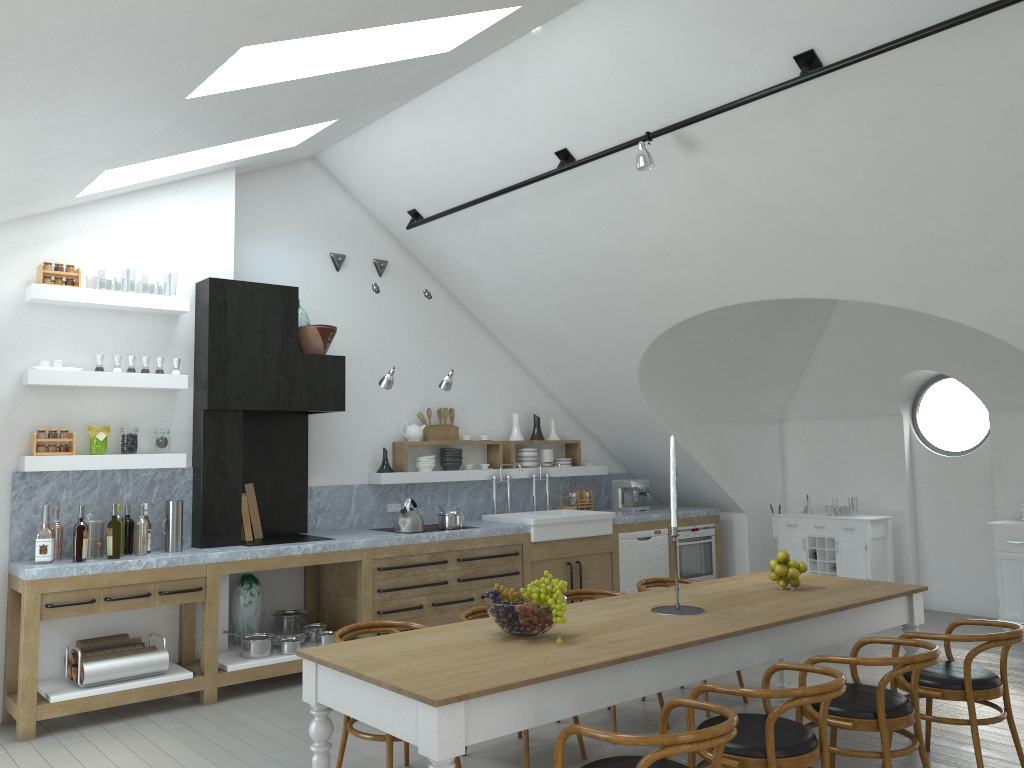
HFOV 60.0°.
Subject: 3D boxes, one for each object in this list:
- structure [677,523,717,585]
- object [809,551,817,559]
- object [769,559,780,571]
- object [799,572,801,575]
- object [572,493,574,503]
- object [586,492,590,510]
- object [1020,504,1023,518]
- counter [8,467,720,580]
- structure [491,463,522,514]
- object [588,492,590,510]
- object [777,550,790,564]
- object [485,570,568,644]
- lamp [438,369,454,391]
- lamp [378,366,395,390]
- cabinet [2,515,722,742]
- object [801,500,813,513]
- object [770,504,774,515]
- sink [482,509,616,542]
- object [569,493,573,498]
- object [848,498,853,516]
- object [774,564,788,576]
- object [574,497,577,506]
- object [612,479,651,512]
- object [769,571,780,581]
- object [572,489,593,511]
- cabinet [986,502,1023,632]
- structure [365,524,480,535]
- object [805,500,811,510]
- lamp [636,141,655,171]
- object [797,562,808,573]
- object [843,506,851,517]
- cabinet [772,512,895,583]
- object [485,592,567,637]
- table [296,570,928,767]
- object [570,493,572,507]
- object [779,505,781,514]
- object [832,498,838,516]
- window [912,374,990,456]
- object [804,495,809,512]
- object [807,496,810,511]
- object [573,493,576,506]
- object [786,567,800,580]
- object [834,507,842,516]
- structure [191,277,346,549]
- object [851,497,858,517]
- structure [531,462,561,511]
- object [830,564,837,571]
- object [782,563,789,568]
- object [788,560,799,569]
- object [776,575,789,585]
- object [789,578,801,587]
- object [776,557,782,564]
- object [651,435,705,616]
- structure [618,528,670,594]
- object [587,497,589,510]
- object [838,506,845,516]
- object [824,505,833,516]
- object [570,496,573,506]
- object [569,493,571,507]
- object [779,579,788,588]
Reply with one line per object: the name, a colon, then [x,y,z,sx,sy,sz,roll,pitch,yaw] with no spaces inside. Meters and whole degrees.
structure: [1.664,1.759,9.117,0.632,0.638,0.629,3,-7,-39]
object: [3.029,1.689,8.744,0.317,0.085,0.081,3,-6,-39]
object: [1.479,1.021,4.987,0.066,0.071,0.072,-3,-5,20]
object: [1.597,1.051,5.001,0.076,0.077,0.076,-3,-5,17]
object: [0.615,1.197,8.928,0.018,0.196,0.023,5,-8,-44]
object: [0.774,1.201,9.063,0.040,0.193,0.042,-2,-6,11]
object: [4.394,1.096,7.500,0.158,0.160,0.153,0,-5,-11]
counter: [-0.584,0.972,7.605,6.569,0.621,0.960,3,-6,-39]
structure: [-0.003,1.000,8.226,0.332,0.531,0.213,-4,-7,31]
object: [0.784,1.206,9.087,0.022,0.196,0.019,4,-8,-38]
object: [1.525,0.971,4.978,0.072,0.074,0.072,3,-7,-39]
object: [0.065,0.950,3.843,0.393,0.285,0.291,-2,-5,15]
lamp: [-0.528,-0.028,7.270,0.168,0.177,0.112,-6,-7,43]
lamp: [-0.977,-0.044,6.907,0.115,0.179,0.164,1,-6,-21]
cabinet: [-0.613,1.786,7.456,6.422,1.025,1.002,3,-6,-39]
object: [3.043,1.267,9.138,0.067,0.138,0.101,4,-7,-39]
object: [2.713,1.375,9.149,0.088,0.269,0.029,-4,-6,24]
sink: [0.341,1.289,8.109,1.020,0.202,0.726,3,-6,-39]
object: [0.596,1.196,8.952,0.040,0.193,0.042,-1,-6,-2]
object: [3.316,1.202,8.662,0.054,0.179,0.054,-4,-7,28]
object: [1.492,1.032,4.914,0.071,0.064,0.072,-6,-7,44]
object: [0.632,1.206,8.926,0.044,0.179,0.019,-5,-7,35]
object: [1.277,1.146,9.122,0.324,0.321,0.386,3,-7,-39]
object: [1.469,1.074,4.960,0.059,0.056,0.059,4,-7,-45]
object: [0.723,1.195,9.072,0.200,0.223,0.103,3,-7,-39]
cabinet: [4.641,1.489,7.241,0.609,1.157,1.240,4,-7,-39]
structure: [-0.733,1.222,7.364,0.736,0.041,0.646,3,-6,-39]
object: [3.050,1.247,9.144,0.029,0.137,0.097,3,-7,-36]
lamp: [0.813,-1.396,5.409,0.112,0.175,0.114,-2,-6,13]
object: [1.620,1.024,4.952,0.063,0.064,0.062,-2,-5,13]
object: [3.260,1.240,8.618,0.071,0.099,0.071,1,-6,-16]
cabinet: [3.147,1.695,8.748,0.496,0.791,1.132,4,-7,-39]
object: [0.061,1.015,3.865,0.359,0.160,0.359,-4,-5,31]
table: [0.732,1.514,4.280,3.346,0.801,1.016,3,-6,-39]
object: [0.595,1.198,8.935,0.018,0.197,0.020,2,-7,-30]
object: [2.747,1.371,9.107,0.029,0.269,0.088,0,-6,-13]
object: [3.183,1.214,8.723,0.048,0.170,0.048,-6,-7,38]
window: [4.263,0.294,8.547,0.060,0.902,0.898,4,-7,-39]
object: [3.040,1.232,9.153,0.054,0.175,0.039,4,-8,-39]
object: [3.049,1.232,9.119,0.024,0.165,0.039,2,-7,-27]
object: [0.627,1.193,8.914,0.040,0.193,0.042,-1,-6,-3]
object: [1.554,1.050,4.903,0.071,0.072,0.070,-2,-5,15]
object: [3.185,1.251,8.653,0.077,0.085,0.077,-5,-7,38]
structure: [-1.906,0.230,6.724,1.074,1.890,0.779,4,-7,-39]
object: [3.328,1.193,8.600,0.063,0.187,0.063,-5,-7,36]
structure: [0.375,1.017,8.534,0.332,0.531,0.213,-4,-7,31]
object: [3.185,1.778,8.604,0.316,0.083,0.081,3,-6,-40]
object: [1.551,1.021,5.003,0.053,0.051,0.052,-3,-5,22]
object: [1.565,1.007,4.938,0.053,0.057,0.058,1,-6,-25]
object: [1.529,1.100,5.001,0.080,0.074,0.078,-1,-5,6]
object: [1.580,1.102,4.948,0.064,0.064,0.063,2,-6,-28]
object: [1.535,1.009,5.054,0.062,0.060,0.062,3,-7,-39]
object: [0.840,0.688,4.481,0.265,0.878,0.773,-4,-6,25]
structure: [1.079,1.829,8.632,0.723,0.825,0.597,3,-7,-39]
object: [0.779,1.205,9.078,0.018,0.197,0.020,1,-6,-17]
object: [3.259,1.249,8.709,0.094,0.094,0.093,-5,-7,38]
object: [3.107,1.245,8.692,0.081,0.105,0.081,2,-6,-26]
object: [0.600,1.205,8.906,0.019,0.179,0.044,-3,-6,16]
object: [0.592,1.197,8.925,0.019,0.196,0.022,-6,-8,39]
object: [1.511,1.110,4.935,0.051,0.050,0.049,3,-6,-36]
